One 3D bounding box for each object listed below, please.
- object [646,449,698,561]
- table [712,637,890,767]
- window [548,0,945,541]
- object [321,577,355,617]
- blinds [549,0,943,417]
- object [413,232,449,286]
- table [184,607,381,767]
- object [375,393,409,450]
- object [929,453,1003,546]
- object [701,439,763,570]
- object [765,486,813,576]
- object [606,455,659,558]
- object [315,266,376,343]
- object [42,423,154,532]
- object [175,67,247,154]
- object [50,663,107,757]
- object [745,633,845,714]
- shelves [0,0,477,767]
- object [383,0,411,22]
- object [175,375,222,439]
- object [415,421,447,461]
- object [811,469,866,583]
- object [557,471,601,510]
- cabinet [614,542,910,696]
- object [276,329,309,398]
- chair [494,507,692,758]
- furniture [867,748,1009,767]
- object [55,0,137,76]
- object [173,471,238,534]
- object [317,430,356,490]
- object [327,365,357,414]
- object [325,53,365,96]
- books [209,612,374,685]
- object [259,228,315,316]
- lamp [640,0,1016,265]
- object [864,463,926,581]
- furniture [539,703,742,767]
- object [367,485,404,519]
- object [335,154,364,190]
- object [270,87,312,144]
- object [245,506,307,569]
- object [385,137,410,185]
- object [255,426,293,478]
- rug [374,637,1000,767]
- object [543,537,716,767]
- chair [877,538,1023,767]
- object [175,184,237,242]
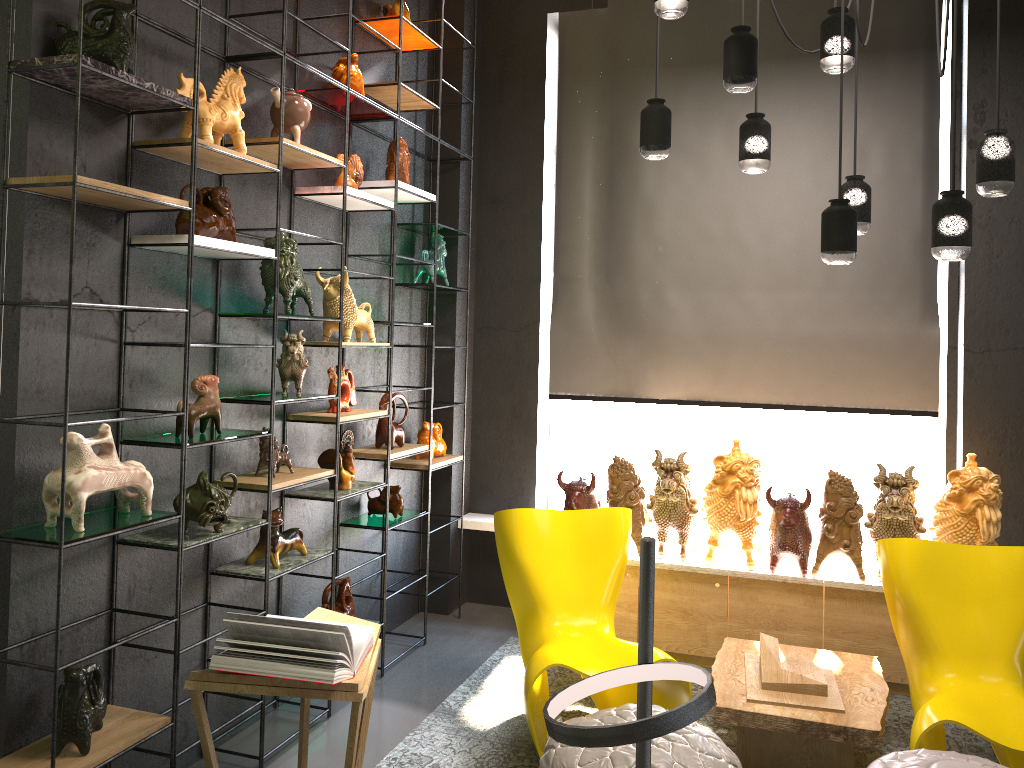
[{"bbox_3d":[0.854,0.626,4.705,0.271,0.580,0.429,1,0,12],"label":"object"},{"bbox_3d":[1.159,1.353,3.595,0.694,0.309,0.829,2,2,19],"label":"table"},{"bbox_3d":[1.360,-0.707,5.403,2.310,3.171,0.051,1,-1,19],"label":"window"},{"bbox_3d":[-0.813,1.039,4.065,0.126,0.250,0.253,1,1,19],"label":"object"},{"bbox_3d":[-1.360,-0.877,5.533,12.726,3.312,3.520,3,2,39],"label":"blinds"},{"bbox_3d":[-0.460,-0.728,5.098,0.152,0.332,0.289,1,0,11],"label":"object"},{"bbox_3d":[-0.649,1.181,2.944,0.496,0.619,0.733,2,1,20],"label":"table"},{"bbox_3d":[-0.633,0.189,4.602,0.114,0.290,0.249,1,0,19],"label":"object"},{"bbox_3d":[2.167,0.646,4.245,0.307,0.655,0.468,1,0,24],"label":"object"},{"bbox_3d":[1.153,0.604,4.590,0.307,0.655,0.468,1,0,24],"label":"object"},{"bbox_3d":[1.420,0.718,4.491,0.219,0.441,0.462,1,1,24],"label":"object"},{"bbox_3d":[0.655,0.644,4.803,0.249,0.546,0.474,1,0,27],"label":"object"},{"bbox_3d":[-0.767,-0.364,4.138,0.175,0.352,0.369,1,1,24],"label":"object"},{"bbox_3d":[-1.267,0.274,2.738,0.165,0.304,0.341,1,1,24],"label":"object"},{"bbox_3d":[-1.088,-1.014,3.218,0.170,0.363,0.375,1,1,14],"label":"object"},{"bbox_3d":[-1.316,0.964,2.704,0.126,0.250,0.253,2,1,-11],"label":"object"},{"bbox_3d":[1.122,1.131,3.556,0.350,0.136,0.520,2,3,14],"label":"object"},{"bbox_3d":[-0.866,-0.520,3.916,0.275,3.912,2.990,1,0,19],"label":"shelves"},{"bbox_3d":[-0.615,-1.987,4.633,0.096,0.290,0.290,2,0,-33],"label":"object"},{"bbox_3d":[-1.119,0.079,3.166,0.119,0.220,0.212,1,1,3],"label":"object"},{"bbox_3d":[-0.463,0.319,5.108,0.139,0.222,0.278,1,1,19],"label":"object"},{"bbox_3d":[1.669,0.686,4.457,0.249,0.546,0.474,1,0,27],"label":"object"},{"bbox_3d":[0.406,0.675,4.837,0.219,0.441,0.462,1,1,24],"label":"object"},{"bbox_3d":[1.572,1.208,4.471,2.731,0.531,0.404,2,0,19],"label":"cabinet"},{"bbox_3d":[-0.917,-0.085,3.660,0.131,0.280,0.208,2,0,-23],"label":"object"},{"bbox_3d":[0.280,1.021,3.916,0.658,0.897,1.070,1,1,-11],"label":"chair"},{"bbox_3d":[1.349,1.370,2.622,0.615,0.420,0.610,2,1,13],"label":"furniture"},{"bbox_3d":[-1.300,-1.064,2.744,0.253,0.250,0.126,1,-1,-6],"label":"object"},{"bbox_3d":[-1.106,0.413,3.184,0.192,0.221,0.403,1,2,-12],"label":"object"},{"bbox_3d":[-0.797,0.352,4.120,0.123,0.271,0.227,1,0,19],"label":"object"},{"bbox_3d":[-0.797,0.023,4.154,0.060,0.223,0.267,1,1,19],"label":"object"},{"bbox_3d":[-0.802,-1.438,4.204,0.138,0.222,0.278,2,1,-41],"label":"object"},{"bbox_3d":[-0.701,0.836,2.906,0.400,0.233,0.482,2,2,6],"label":"books"},{"bbox_3d":[-0.934,-0.461,3.658,0.167,0.356,0.255,1,0,24],"label":"object"},{"bbox_3d":[0.949,-1.528,2.199,2.673,2.275,2.847,1,1,-27],"label":"lamp"},{"bbox_3d":[1.867,0.669,4.359,0.271,0.580,0.429,1,0,12],"label":"object"},{"bbox_3d":[0.428,1.323,2.932,0.680,0.383,0.679,2,2,19],"label":"furniture"},{"bbox_3d":[-0.662,0.606,4.608,0.211,0.169,0.105,2,0,18],"label":"object"},{"bbox_3d":[-0.759,-0.993,4.181,0.107,0.210,0.233,1,1,36],"label":"object"},{"bbox_3d":[-0.923,-1.098,3.680,0.164,0.267,0.237,1,0,-10],"label":"object"},{"bbox_3d":[-0.941,0.611,3.656,0.155,0.236,0.309,1,1,22],"label":"object"},{"bbox_3d":[-0.598,-1.144,4.634,0.126,0.250,0.253,2,1,-11],"label":"object"},{"bbox_3d":[-0.974,0.276,3.649,0.096,0.210,0.183,1,0,22],"label":"object"},{"bbox_3d":[1.346,1.521,3.303,3.598,0.010,2.190,2,3,19],"label":"rug"},{"bbox_3d":[0.123,0.490,0.962,0.239,0.602,0.240,2,-1,-45],"label":"object"},{"bbox_3d":[1.790,1.085,3.392,0.658,0.897,1.069,1,1,14],"label":"chair"},{"bbox_3d":[-1.101,-0.617,3.184,0.139,0.222,0.278,1,1,18],"label":"object"}]
